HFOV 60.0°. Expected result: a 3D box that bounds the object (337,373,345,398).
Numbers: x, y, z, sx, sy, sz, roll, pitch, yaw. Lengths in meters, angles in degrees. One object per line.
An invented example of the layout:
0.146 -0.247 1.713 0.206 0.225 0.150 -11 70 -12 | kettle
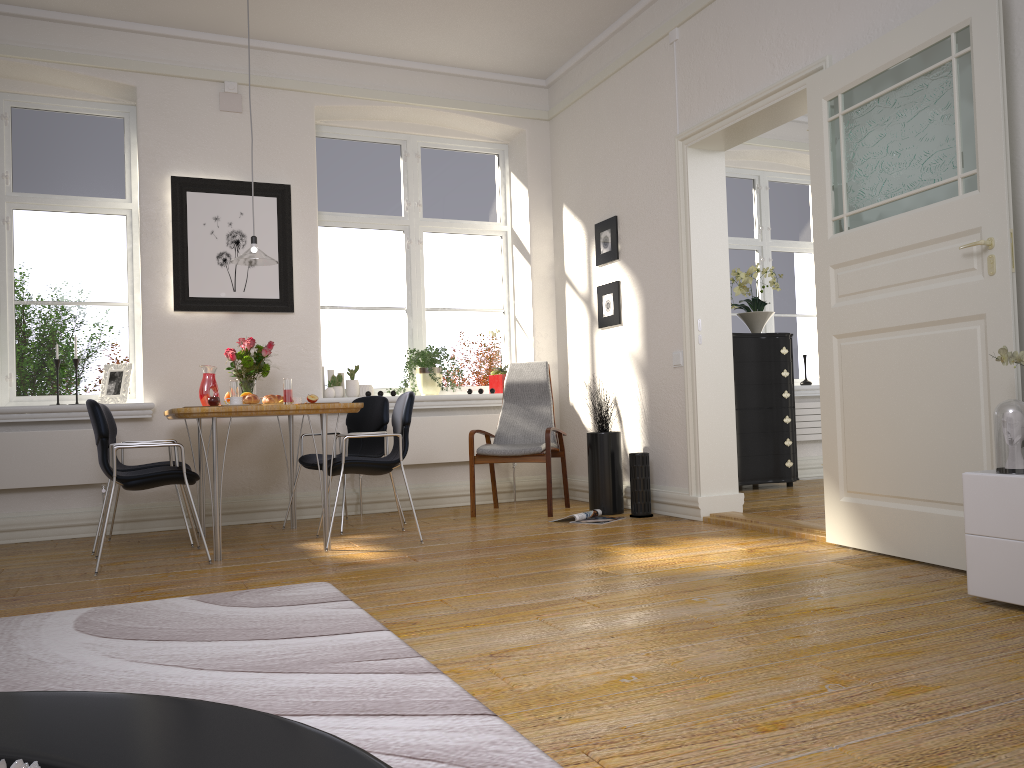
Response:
-1.233 0.013 6.395 0.050 0.188 0.052 -3 -2 26 | object

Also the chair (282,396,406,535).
-1.036 0.476 5.462 0.567 0.803 0.534 -3 -2 40 | chair

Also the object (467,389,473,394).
-0.310 0.054 6.496 0.043 0.048 0.042 -1 -2 -17 | object

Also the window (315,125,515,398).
85.664 -13.654 208.489 504.134 104.408 292.738 -1 -2 -24 | window

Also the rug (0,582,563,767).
-0.933 0.749 1.539 1.981 0.008 3.651 -1 -2 -24 | rug

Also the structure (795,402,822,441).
2.576 0.582 7.743 1.218 0.845 0.093 -1 -2 -25 | structure

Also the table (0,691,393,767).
-0.468 0.485 0.321 0.959 0.449 0.929 -1 -2 -27 | table

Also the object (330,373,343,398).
-1.237 0.010 6.235 0.111 0.185 0.099 -2 -2 -2 | object

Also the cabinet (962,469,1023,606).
1.921 0.459 2.444 0.467 0.400 1.182 -1 -2 -24 | cabinet

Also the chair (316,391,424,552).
-0.785 0.447 4.812 0.530 0.803 0.572 -1 -2 -18 | chair

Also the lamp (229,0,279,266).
-1.473 -1.584 4.984 0.269 1.808 0.259 -1 -2 -41 | lamp

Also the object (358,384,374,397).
-1.067 0.053 6.401 0.131 0.097 0.136 -3 -2 16 | object

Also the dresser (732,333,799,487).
1.741 0.234 7.014 0.937 1.232 0.612 -1 -2 -24 | dresser

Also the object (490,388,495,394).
-0.145 0.050 6.572 0.043 0.048 0.042 -1 -2 -17 | object

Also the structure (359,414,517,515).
-0.512 0.648 6.314 1.218 0.845 0.093 -1 -2 -25 | structure

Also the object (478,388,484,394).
-0.230 0.052 6.533 0.043 0.048 0.042 -1 -2 -17 | object

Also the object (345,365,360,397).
-1.138 -0.020 6.320 0.096 0.244 0.104 -4 -2 44 | object

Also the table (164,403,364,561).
-1.403 0.504 4.902 0.926 0.745 1.477 -1 -2 -24 | table

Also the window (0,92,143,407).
-4.498 -0.498 7.840 2.041 2.474 5.258 -1 -2 -25 | window

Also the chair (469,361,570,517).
0.058 0.352 5.934 0.539 1.027 0.590 -2 -2 15 | chair

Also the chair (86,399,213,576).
-1.789 0.469 4.348 0.532 0.803 0.570 -1 -2 -26 | chair

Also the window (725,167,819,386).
2.342 -0.967 8.184 1.631 2.005 0.076 -1 -2 -25 | window

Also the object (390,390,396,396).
-0.838 0.065 6.256 0.043 0.048 0.042 -1 -2 -17 | object

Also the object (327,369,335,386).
-1.302 0.003 6.379 0.050 0.213 0.052 -3 -2 26 | object

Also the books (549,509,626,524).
0.455 0.800 5.364 0.365 0.048 0.310 -3 -2 34 | books

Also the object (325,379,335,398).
-1.265 0.032 6.147 0.072 0.137 0.072 -2 -2 -4 | object

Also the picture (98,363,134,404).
-2.541 -0.002 5.706 0.214 0.270 0.115 -2 -2 13 | picture

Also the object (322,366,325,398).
-1.369 -0.008 6.360 0.050 0.238 0.052 -3 -2 26 | object

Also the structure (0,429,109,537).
-3.013 0.702 5.157 1.218 0.845 0.093 -1 -2 -25 | structure

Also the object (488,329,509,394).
-0.088 -0.172 6.769 0.271 0.501 0.155 0 -2 -43 | object

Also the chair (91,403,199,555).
-2.058 0.498 4.980 0.529 0.803 0.572 -1 -2 -17 | chair
